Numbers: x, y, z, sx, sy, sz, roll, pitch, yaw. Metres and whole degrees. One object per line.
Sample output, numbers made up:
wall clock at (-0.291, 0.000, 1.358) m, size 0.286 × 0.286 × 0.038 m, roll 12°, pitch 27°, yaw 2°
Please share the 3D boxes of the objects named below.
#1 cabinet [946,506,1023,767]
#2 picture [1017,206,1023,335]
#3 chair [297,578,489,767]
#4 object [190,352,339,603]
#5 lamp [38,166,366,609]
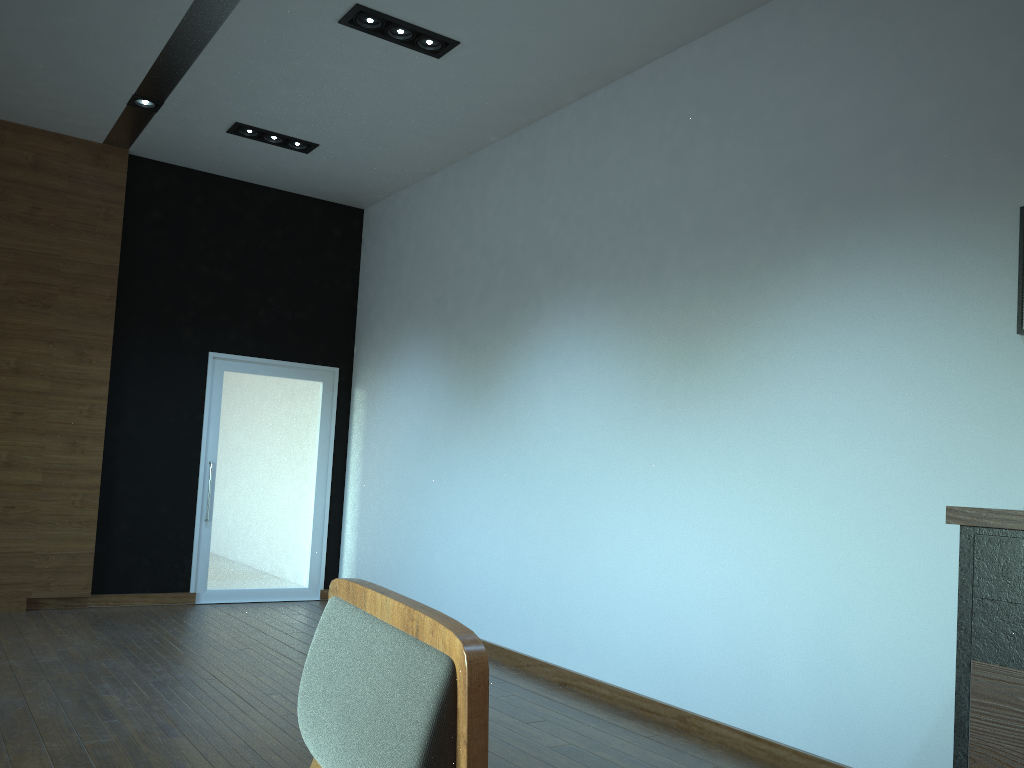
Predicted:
cabinet at (2.273, 0.966, 1.930) m, size 0.769 × 1.229 × 2.350 m, roll 6°, pitch -6°, yaw -34°
picture at (2.016, -0.435, 3.173) m, size 0.028 × 0.482 × 0.380 m, roll 6°, pitch -5°, yaw -34°
chair at (-0.424, 0.735, 0.690) m, size 0.697 × 1.124 × 0.707 m, roll 5°, pitch -5°, yaw -27°
object at (-2.226, 0.864, 7.981) m, size 1.200 × 2.154 × 0.200 m, roll 6°, pitch -4°, yaw -34°
lamp at (-3.982, -0.473, 3.671) m, size 9.414 × 3.697 × 16.702 m, roll 7°, pitch -7°, yaw -34°
